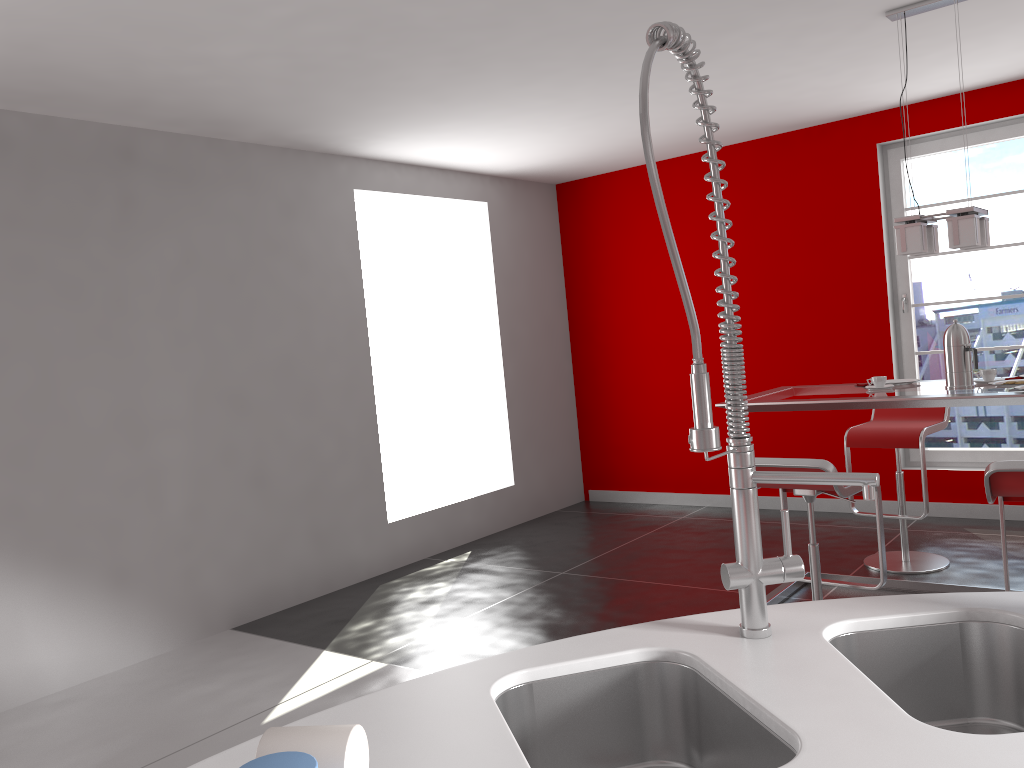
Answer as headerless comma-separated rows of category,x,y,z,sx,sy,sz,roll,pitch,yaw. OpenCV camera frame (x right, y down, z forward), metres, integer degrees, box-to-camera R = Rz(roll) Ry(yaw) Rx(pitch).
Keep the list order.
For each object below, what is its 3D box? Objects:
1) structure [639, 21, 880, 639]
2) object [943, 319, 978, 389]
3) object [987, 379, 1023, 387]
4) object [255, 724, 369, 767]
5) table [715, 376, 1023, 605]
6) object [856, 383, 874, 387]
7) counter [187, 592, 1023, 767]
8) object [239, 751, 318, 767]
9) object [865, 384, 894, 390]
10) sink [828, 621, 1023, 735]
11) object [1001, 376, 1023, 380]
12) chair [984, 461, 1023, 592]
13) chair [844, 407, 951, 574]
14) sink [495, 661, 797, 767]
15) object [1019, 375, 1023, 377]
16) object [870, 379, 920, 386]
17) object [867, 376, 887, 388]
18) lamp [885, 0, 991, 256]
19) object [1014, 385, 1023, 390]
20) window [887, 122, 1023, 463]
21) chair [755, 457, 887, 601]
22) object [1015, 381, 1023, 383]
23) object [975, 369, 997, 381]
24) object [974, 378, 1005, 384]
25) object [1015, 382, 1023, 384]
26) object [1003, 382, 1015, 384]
structure,0.341,-0.062,1.306,0.308,0.920,0.178,-6,3,-8
object,1.879,-0.130,3.703,0.113,0.287,0.149,-8,4,-43
object,2.040,-0.002,3.576,0.217,0.015,0.217,-6,3,-14
object,-0.216,0.411,0.939,0.100,0.080,0.109,-5,3,8
table,1.877,0.512,3.817,1.700,1.000,0.800,-3,4,38
object,1.682,0.002,4.227,0.095,0.012,0.234,-3,4,37
counter,0.675,0.843,0.678,2.865,0.880,1.868,-6,3,-18
object,-0.219,0.409,0.809,0.080,0.100,0.109,-5,3,11
object,1.650,0.016,3.977,0.119,0.016,0.119,-5,3,19
sink,0.644,0.483,1.216,0.326,0.172,0.428,-5,3,-1
object,2.168,-0.026,3.849,0.095,0.012,0.234,-3,4,37
chair,1.798,0.639,2.868,0.418,0.857,0.460,-4,3,34
chair,2.066,0.522,4.701,0.460,0.857,0.418,-8,4,-44
sink,0.163,0.532,1.161,0.326,0.172,0.428,-6,3,-13
object,2.274,-0.033,3.760,0.217,0.015,0.217,-5,3,14
object,1.788,-0.006,4.138,0.217,0.015,0.217,-7,3,-28
object,1.644,-0.007,3.982,0.062,0.049,0.078,-7,3,-29
lamp,1.768,-1.069,3.704,0.304,1.025,0.304,-3,4,38
object,2.002,0.015,3.317,0.217,0.015,0.217,-6,3,-15
window,2.890,-0.523,5.495,0.938,2.038,0.117,-3,4,38
chair,1.148,0.675,3.391,0.418,0.857,0.460,-3,4,43
object,2.054,-0.008,3.576,0.034,0.006,0.036,-6,3,-14
object,2.038,-0.036,3.803,0.062,0.049,0.078,-6,3,-12
object,2.042,-0.012,3.796,0.119,0.016,0.119,-3,3,36
object,2.028,-0.003,3.542,0.034,0.006,0.036,-4,3,27
object,2.007,-0.003,3.579,0.034,0.006,0.036,-7,3,-28
